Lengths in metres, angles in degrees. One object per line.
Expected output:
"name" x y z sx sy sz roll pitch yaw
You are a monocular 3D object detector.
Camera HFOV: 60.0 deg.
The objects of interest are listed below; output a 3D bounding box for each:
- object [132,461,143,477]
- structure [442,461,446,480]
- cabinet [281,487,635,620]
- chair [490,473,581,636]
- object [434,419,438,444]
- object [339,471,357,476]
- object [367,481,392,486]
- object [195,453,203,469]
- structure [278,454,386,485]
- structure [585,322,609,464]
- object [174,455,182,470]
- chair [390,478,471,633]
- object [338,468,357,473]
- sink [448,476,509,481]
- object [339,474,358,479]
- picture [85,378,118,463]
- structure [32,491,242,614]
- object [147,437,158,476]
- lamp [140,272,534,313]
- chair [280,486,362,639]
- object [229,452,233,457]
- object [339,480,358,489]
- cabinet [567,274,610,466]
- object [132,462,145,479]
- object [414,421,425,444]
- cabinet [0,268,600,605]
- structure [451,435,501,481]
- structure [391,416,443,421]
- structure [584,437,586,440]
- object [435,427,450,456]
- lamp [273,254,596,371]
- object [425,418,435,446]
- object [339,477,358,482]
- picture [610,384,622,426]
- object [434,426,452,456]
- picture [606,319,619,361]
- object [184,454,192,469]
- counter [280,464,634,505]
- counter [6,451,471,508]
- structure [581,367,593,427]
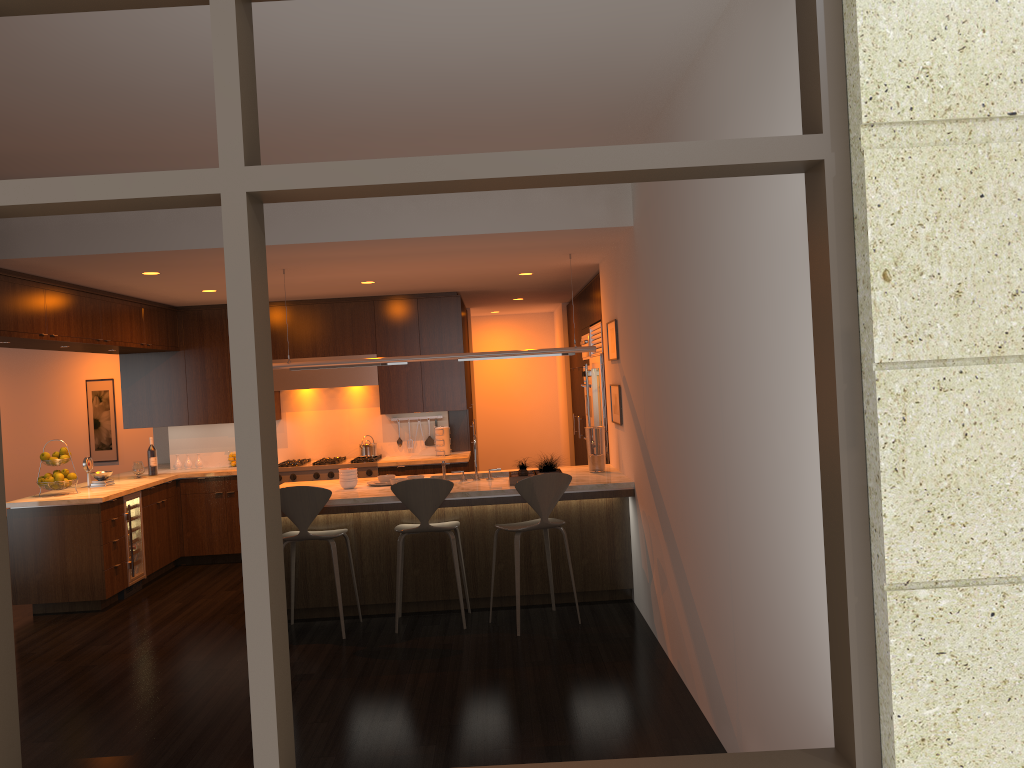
"object" -3.635 0.829 8.620 0.112 0.151 0.112 -3 1 17
"structure" -0.518 0.667 6.750 0.050 0.161 0.067 -3 0 -1
"cabinet" -0.494 1.223 6.748 2.713 0.876 1.281 -3 0 -1
"chair" 0.154 1.109 6.015 0.520 1.047 0.506 -3 1 -26
"object" -0.793 0.514 9.342 0.063 0.281 0.063 -3 1 -24
"object" -1.233 0.690 6.681 0.140 0.064 0.139 -3 1 -27
"object" -0.963 0.761 6.827 0.310 0.021 0.309 -3 0 -1
"object" -3.260 0.801 9.232 0.079 0.154 0.079 -3 1 -18
"structure" -1.862 0.788 9.078 1.067 0.422 0.824 -3 0 -1
"structure" 1.103 0.494 8.294 0.687 2.129 0.915 -3 0 -1
"object" -3.478 0.813 9.232 0.079 0.154 0.079 -3 1 -18
"chair" -0.582 1.148 6.156 0.520 1.047 0.506 -3 0 -1
"object" -1.235 0.669 6.681 0.140 0.062 0.139 -3 0 8
"sink" -0.267 0.857 7.047 0.813 0.176 0.457 -3 0 -1
"object" -1.231 0.712 6.680 0.140 0.062 0.139 -3 0 -1
"picture" -5.922 0.529 12.806 0.398 1.200 0.012 -3 0 -1
"structure" -2.200 1.308 8.673 3.400 0.862 3.060 -3 0 -1
"object" -3.526 0.709 8.690 0.094 0.378 0.095 -3 1 24
"lamp" -8.036 -0.621 9.252 16.431 0.171 5.868 -3 0 -1
"chair" -1.372 1.193 6.101 0.520 1.047 0.506 -3 0 4
"object" -2.900 0.736 9.170 0.057 0.060 0.052 -3 1 20
"object" -1.230 0.758 6.681 0.140 0.059 0.139 -3 0 -10
"cabinet" 1.109 0.278 9.388 0.690 2.540 3.924 -3 0 -1
"object" -3.570 0.826 8.480 0.112 0.151 0.112 -3 1 17
"object" -0.981 0.502 9.338 0.114 0.271 0.008 -3 0 -1
"cabinet" -1.279 0.199 7.440 5.521 2.997 7.728 -3 0 -1
"structure" -0.255 0.562 6.788 0.310 0.341 0.321 -3 1 37
"structure" -1.004 0.361 9.344 0.541 0.031 0.048 -3 0 2
"structure" 0.819 0.819 9.153 0.064 0.544 0.710 -3 0 -1
"object" -0.713 0.588 9.126 0.144 0.286 0.149 -3 1 -19
"lamp" -0.617 -0.543 6.698 2.465 0.765 0.120 -3 0 -1
"object" -0.871 0.504 9.357 0.112 0.303 0.036 -3 0 -1
"object" -1.231 0.733 6.681 0.140 0.068 0.139 -3 1 -18
"picture" 0.790 0.154 6.764 0.012 0.300 0.496 -3 0 -1
"object" -0.720 0.586 9.132 0.160 0.304 0.168 -3 1 43
"picture" 0.764 -0.330 6.762 0.012 0.298 0.493 -3 0 -1
"object" -3.371 0.807 9.232 0.079 0.154 0.079 -3 1 -18
"counter" -0.519 0.767 6.745 2.711 0.038 1.280 -3 0 -1
"counter" -2.231 0.846 8.605 3.616 0.038 3.187 -3 0 -1
"structure" 1.110 0.447 9.155 0.687 1.294 0.743 -3 0 -1
